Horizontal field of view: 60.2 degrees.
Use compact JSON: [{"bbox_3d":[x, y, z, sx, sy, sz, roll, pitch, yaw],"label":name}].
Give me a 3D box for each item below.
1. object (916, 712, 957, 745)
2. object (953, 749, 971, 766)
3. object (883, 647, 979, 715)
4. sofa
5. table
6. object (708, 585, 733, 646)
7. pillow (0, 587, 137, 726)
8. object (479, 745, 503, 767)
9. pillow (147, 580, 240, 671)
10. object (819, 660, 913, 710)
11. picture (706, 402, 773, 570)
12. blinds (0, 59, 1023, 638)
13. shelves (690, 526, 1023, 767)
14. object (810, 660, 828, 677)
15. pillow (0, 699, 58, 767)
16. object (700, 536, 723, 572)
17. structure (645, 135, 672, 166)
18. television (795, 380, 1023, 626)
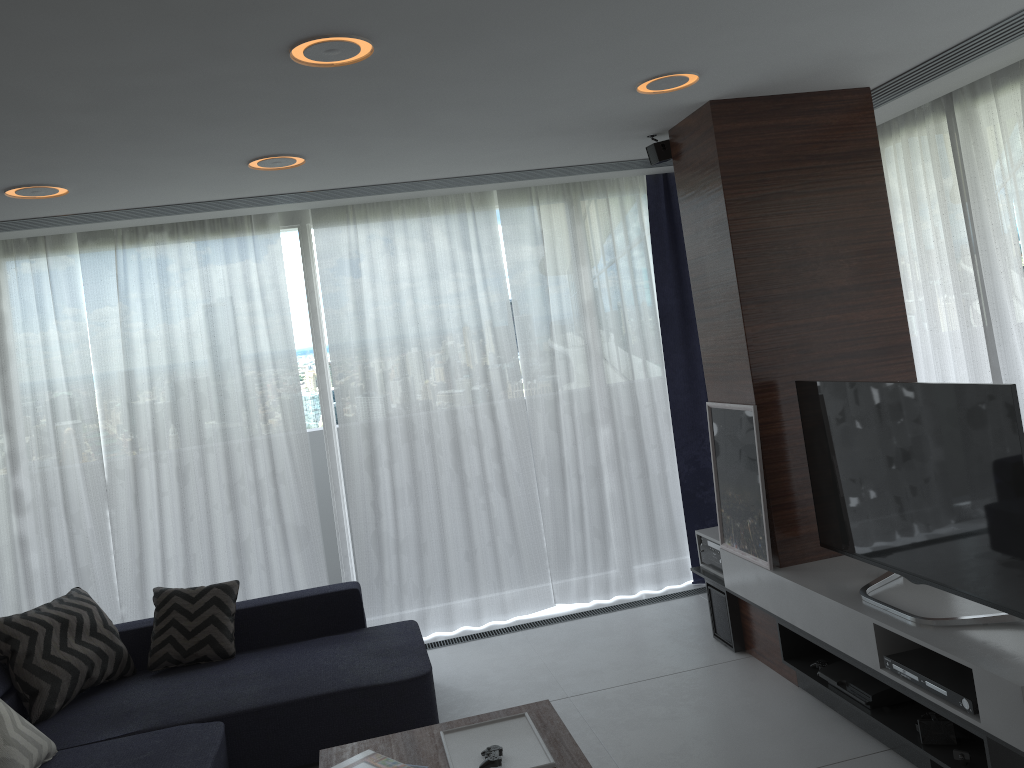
[{"bbox_3d":[1.407,1.126,2.944,0.116,0.079,0.184,-8,1,19],"label":"object"},{"bbox_3d":[1.393,1.153,2.723,0.044,0.043,0.044,-8,0,-11],"label":"object"},{"bbox_3d":[1.470,0.929,2.829,0.336,0.053,0.429,-8,2,-11],"label":"object"},{"bbox_3d":[-1.168,1.338,3.102,1.903,0.609,2.864,-8,2,-11],"label":"sofa"},{"bbox_3d":[-0.162,1.344,2.657,0.807,0.353,0.798,-8,1,-11],"label":"table"},{"bbox_3d":[1.148,1.127,4.385,0.255,0.252,0.212,-8,-1,-11],"label":"object"},{"bbox_3d":[-2.032,1.241,3.985,0.354,0.519,0.599,-8,0,19],"label":"pillow"},{"bbox_3d":[-0.065,1.141,2.710,0.070,0.036,0.112,-8,2,2],"label":"object"},{"bbox_3d":[-1.531,1.150,4.250,0.415,0.346,0.285,-8,-1,-7],"label":"pillow"},{"bbox_3d":[1.383,1.117,3.337,0.314,0.067,0.313,-8,2,-11],"label":"object"},{"bbox_3d":[1.027,0.440,4.027,0.053,0.703,0.498,-7,-1,-11],"label":"picture"},{"bbox_3d":[-0.620,0.193,2.507,7.145,2.780,5.784,-8,1,-8],"label":"blinds"},{"bbox_3d":[1.600,0.986,3.600,0.875,0.500,2.342,-8,2,-11],"label":"shelves"},{"bbox_3d":[1.253,1.142,3.569,0.070,0.036,0.112,-8,2,2],"label":"object"},{"bbox_3d":[-1.855,1.234,3.076,0.343,0.389,0.493,-8,0,-11],"label":"pillow"},{"bbox_3d":[1.195,0.851,4.510,0.369,0.150,0.368,-8,2,-11],"label":"object"},{"bbox_3d":[0.741,-1.178,4.438,0.115,0.143,0.084,-8,-2,-21],"label":"structure"},{"bbox_3d":[1.402,0.381,3.139,0.298,0.788,1.226,-7,1,-11],"label":"television"}]
